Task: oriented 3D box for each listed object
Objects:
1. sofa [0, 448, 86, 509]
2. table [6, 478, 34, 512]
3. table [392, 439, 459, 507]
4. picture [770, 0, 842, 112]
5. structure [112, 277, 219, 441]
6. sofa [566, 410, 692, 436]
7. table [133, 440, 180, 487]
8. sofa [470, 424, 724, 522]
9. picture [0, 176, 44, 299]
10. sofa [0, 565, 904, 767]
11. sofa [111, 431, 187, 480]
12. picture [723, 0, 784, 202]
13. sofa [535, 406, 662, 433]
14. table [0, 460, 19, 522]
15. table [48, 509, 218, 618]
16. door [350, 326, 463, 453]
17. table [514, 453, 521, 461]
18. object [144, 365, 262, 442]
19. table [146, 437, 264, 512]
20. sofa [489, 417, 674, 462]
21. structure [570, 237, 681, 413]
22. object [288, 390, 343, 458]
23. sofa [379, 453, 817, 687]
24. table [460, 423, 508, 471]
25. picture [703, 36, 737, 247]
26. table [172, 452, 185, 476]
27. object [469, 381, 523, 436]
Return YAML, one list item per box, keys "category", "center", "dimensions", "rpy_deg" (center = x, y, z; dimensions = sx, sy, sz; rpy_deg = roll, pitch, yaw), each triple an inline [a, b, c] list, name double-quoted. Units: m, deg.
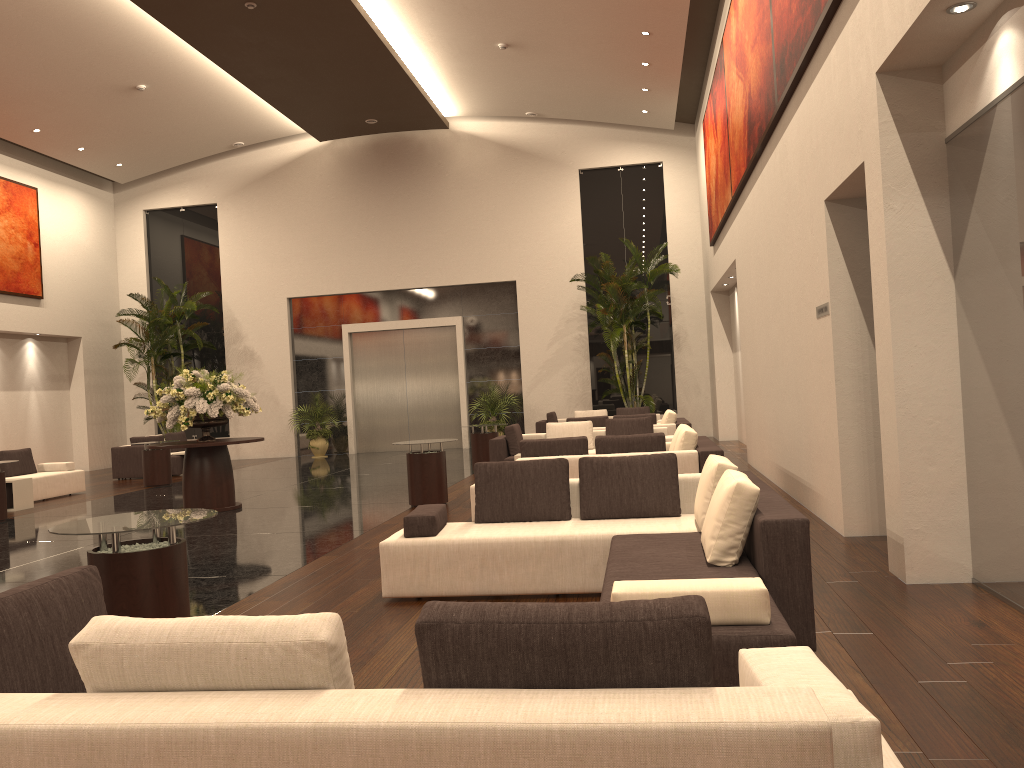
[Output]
- category: "sofa"
  center: [-8.101, 1.509, 14.273]
  dimensions: [1.291, 0.862, 2.846]
  rpy_deg: [-3, 0, 8]
- category: "table"
  center: [-7.554, 1.674, 13.401]
  dimensions: [0.400, 0.460, 0.400]
  rpy_deg: [-3, 0, 8]
- category: "table"
  center: [-1.061, 1.113, 11.071]
  dimensions: [0.833, 0.795, 0.844]
  rpy_deg: [-3, 0, -31]
- category: "picture"
  center: [2.325, -4.021, 6.772]
  dimensions: [0.070, 2.526, 4.515]
  rpy_deg: [-3, 0, 8]
- category: "structure"
  center: [-8.394, -0.301, 21.814]
  dimensions: [2.436, 4.611, 2.531]
  rpy_deg: [-3, 0, -20]
- category: "sofa"
  center: [1.859, 0.945, 16.015]
  dimensions: [2.586, 0.862, 3.366]
  rpy_deg: [-3, 0, 8]
- category: "table"
  center: [-6.502, 1.462, 16.239]
  dimensions: [0.833, 0.795, 0.844]
  rpy_deg: [-3, 0, -31]
- category: "sofa"
  center: [1.035, 0.956, 10.402]
  dimensions: [2.586, 0.862, 3.366]
  rpy_deg: [-3, 0, 8]
- category: "picture"
  center: [-11.045, -3.176, 17.873]
  dimensions: [0.070, 2.526, 4.515]
  rpy_deg: [-3, 0, 8]
- category: "sofa"
  center: [-0.408, 0.988, 2.569]
  dimensions: [2.846, 0.862, 1.291]
  rpy_deg: [-3, 0, 8]
- category: "sofa"
  center: [-7.347, 1.499, 19.409]
  dimensions: [1.291, 0.862, 2.846]
  rpy_deg: [-3, 0, 8]
- category: "picture"
  center: [2.981, -4.030, 11.242]
  dimensions: [0.070, 2.526, 4.515]
  rpy_deg: [-3, 0, 8]
- category: "sofa"
  center: [1.953, 0.957, 18.648]
  dimensions: [2.846, 0.862, 1.291]
  rpy_deg: [-3, 0, 8]
- category: "table"
  center: [-7.102, 1.468, 11.959]
  dimensions: [0.833, 0.795, 0.844]
  rpy_deg: [-3, 0, -31]
- category: "table"
  center: [-1.989, 1.126, 4.747]
  dimensions: [0.844, 0.795, 0.833]
  rpy_deg: [-3, -1, -43]
- category: "door"
  center: [-2.636, 0.149, 22.217]
  dimensions: [2.767, 3.048, 0.040]
  rpy_deg: [-3, 0, 8]
- category: "table"
  center: [0.271, 1.216, 12.496]
  dimensions: [0.400, 0.460, 0.400]
  rpy_deg: [-3, 0, 8]
- category: "object"
  center: [-4.117, 0.223, 11.922]
  dimensions: [1.453, 1.097, 1.402]
  rpy_deg: [-3, 0, -36]
- category: "table"
  center: [-4.085, 1.231, 11.921]
  dimensions: [1.498, 0.921, 1.498]
  rpy_deg: [-3, 0, -1]
- category: "sofa"
  center: [1.129, 0.968, 13.035]
  dimensions: [2.846, 0.862, 1.291]
  rpy_deg: [-3, 0, 8]
- category: "structure"
  center: [2.675, -0.952, 20.043]
  dimensions: [2.436, 4.611, 2.531]
  rpy_deg: [-3, 0, -20]
- category: "object"
  center: [-4.739, 0.954, 21.700]
  dimensions: [1.297, 1.682, 1.373]
  rpy_deg: [-4, 0, 41]
- category: "sofa"
  center: [0.275, 0.965, 5.106]
  dimensions: [2.586, 0.862, 3.366]
  rpy_deg: [-3, 0, 8]
- category: "table"
  center: [-0.461, 1.107, 15.351]
  dimensions: [0.833, 0.795, 0.844]
  rpy_deg: [-3, 0, -31]
- category: "picture"
  center: [3.638, -4.038, 15.716]
  dimensions: [0.070, 2.526, 4.515]
  rpy_deg: [-3, 0, 8]
- category: "table"
  center: [-6.800, 1.664, 18.536]
  dimensions: [0.400, 0.460, 0.400]
  rpy_deg: [-3, 0, 8]
- category: "object"
  center: [-0.467, 0.703, 21.019]
  dimensions: [1.373, 1.682, 1.297]
  rpy_deg: [-3, -1, -44]
